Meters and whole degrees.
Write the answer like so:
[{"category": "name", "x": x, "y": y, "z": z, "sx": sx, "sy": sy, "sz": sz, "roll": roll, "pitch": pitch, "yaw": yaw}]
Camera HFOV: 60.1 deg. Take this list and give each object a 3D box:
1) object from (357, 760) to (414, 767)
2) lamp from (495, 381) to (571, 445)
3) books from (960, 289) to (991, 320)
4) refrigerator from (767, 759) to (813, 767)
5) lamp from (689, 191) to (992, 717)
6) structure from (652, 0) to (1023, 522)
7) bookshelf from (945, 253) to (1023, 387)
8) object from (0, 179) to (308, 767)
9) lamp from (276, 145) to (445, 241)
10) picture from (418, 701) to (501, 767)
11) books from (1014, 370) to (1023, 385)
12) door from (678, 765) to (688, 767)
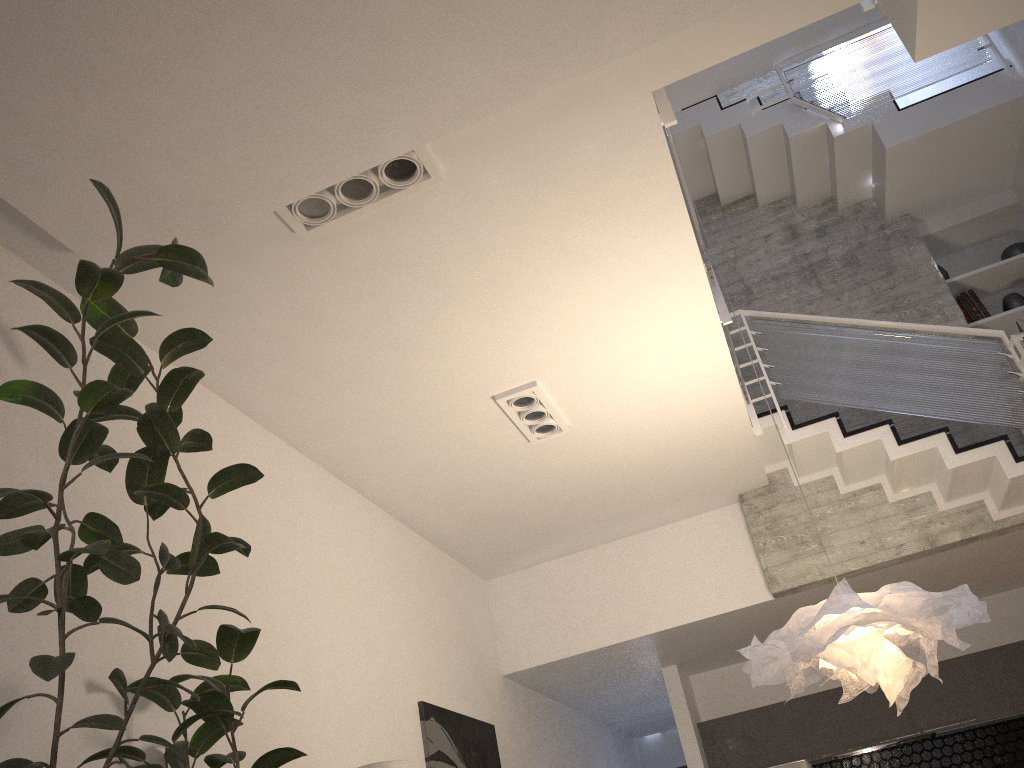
[{"category": "object", "x": -0.605, "y": 2.166, "z": 4.304, "sx": 0.389, "sy": 0.569, "sz": 0.399, "roll": -4, "pitch": -31, "yaw": -14}, {"category": "lamp", "x": 0.131, "y": 0.169, "z": 5.258, "sx": 0.254, "sy": 0.064, "sz": 0.657, "roll": -19, "pitch": -32, "yaw": 12}, {"category": "books", "x": 3.842, "y": -0.558, "z": 7.315, "sx": 0.134, "sy": 0.373, "sz": 0.277, "roll": -19, "pitch": -31, "yaw": 12}, {"category": "refrigerator", "x": 2.289, "y": 4.049, "z": 7.184, "sx": 0.832, "sy": 1.672, "sz": 0.784, "roll": -20, "pitch": -31, "yaw": 13}, {"category": "lamp", "x": 1.178, "y": -0.707, "z": 5.144, "sx": 1.127, "sy": 5.093, "sz": 1.077, "roll": -26, "pitch": -32, "yaw": 22}, {"category": "structure", "x": 1.939, "y": -0.504, "z": 5.932, "sx": 4.251, "sy": 8.119, "sz": 8.624, "roll": -19, "pitch": -31, "yaw": 12}, {"category": "bookshelf", "x": 3.986, "y": -0.386, "z": 7.077, "sx": 0.977, "sy": 1.081, "sz": 0.451, "roll": -20, "pitch": -31, "yaw": 13}, {"category": "object", "x": -1.095, "y": 1.006, "z": 2.515, "sx": 0.907, "sy": 3.126, "sz": 2.060, "roll": -8, "pitch": -30, "yaw": -7}, {"category": "lamp", "x": -0.610, "y": -0.779, "z": 3.474, "sx": 0.647, "sy": 0.064, "sz": 0.258, "roll": -20, "pitch": -32, "yaw": 13}, {"category": "picture", "x": -0.179, "y": 3.108, "z": 5.583, "sx": 0.033, "sy": 1.981, "sz": 1.257, "roll": -19, "pitch": -31, "yaw": 12}, {"category": "books", "x": 3.911, "y": -0.013, "z": 7.019, "sx": 0.171, "sy": 0.365, "sz": 0.277, "roll": -19, "pitch": -31, "yaw": 12}, {"category": "door", "x": 2.383, "y": 5.648, "z": 10.338, "sx": 1.112, "sy": 2.262, "sz": 0.163, "roll": -20, "pitch": -31, "yaw": 13}]
